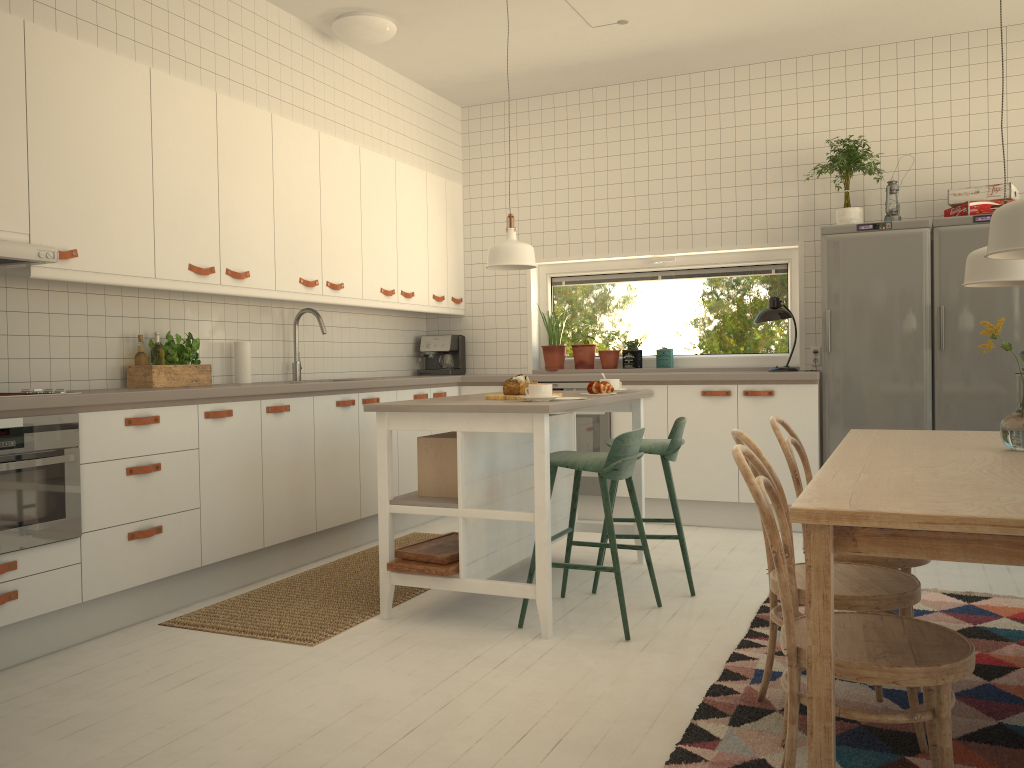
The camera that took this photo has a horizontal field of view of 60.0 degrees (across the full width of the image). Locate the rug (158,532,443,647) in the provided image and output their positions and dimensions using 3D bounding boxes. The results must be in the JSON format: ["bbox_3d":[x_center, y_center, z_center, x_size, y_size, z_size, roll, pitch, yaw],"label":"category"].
[{"bbox_3d":[-0.657,0.924,4.285,0.750,0.004,2.000,0,2,24],"label":"rug"}]

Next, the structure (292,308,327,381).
[{"bbox_3d":[-1.170,-0.228,5.107,0.236,0.421,0.063,0,1,31],"label":"structure"}]

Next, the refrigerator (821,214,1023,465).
[{"bbox_3d":[2.393,-0.020,5.051,1.146,1.777,0.559,0,1,24],"label":"refrigerator"}]

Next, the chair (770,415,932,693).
[{"bbox_3d":[1.091,0.509,2.868,0.483,0.810,0.385,0,1,27],"label":"chair"}]

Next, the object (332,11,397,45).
[{"bbox_3d":[-0.809,-1.937,4.871,0.351,0.101,0.351,-2,2,-24],"label":"object"}]

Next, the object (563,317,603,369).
[{"bbox_3d":[0.513,-0.286,6.272,0.258,0.370,0.234,0,1,36],"label":"object"}]

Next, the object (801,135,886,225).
[{"bbox_3d":[1.947,-1.176,5.118,0.474,0.545,0.468,0,2,38],"label":"object"}]

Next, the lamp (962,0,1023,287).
[{"bbox_3d":[1.416,-1.086,2.552,0.229,1.595,0.229,-1,1,-20],"label":"lamp"}]

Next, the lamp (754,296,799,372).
[{"bbox_3d":[1.629,-0.310,5.495,0.262,0.465,0.239,-2,1,-37],"label":"lamp"}]

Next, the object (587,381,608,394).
[{"bbox_3d":[0.380,0.017,4.057,0.070,0.060,0.131,-2,2,-28],"label":"object"}]

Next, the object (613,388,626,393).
[{"bbox_3d":[0.466,0.034,4.225,0.160,0.020,0.160,0,2,20],"label":"object"}]

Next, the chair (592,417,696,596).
[{"bbox_3d":[0.598,0.532,4.061,0.446,0.752,0.485,-1,1,9],"label":"chair"}]

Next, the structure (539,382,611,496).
[{"bbox_3d":[0.414,0.338,5.954,0.705,0.710,0.704,0,1,24],"label":"structure"}]

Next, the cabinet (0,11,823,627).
[{"bbox_3d":[-0.334,-0.318,3.906,2.853,2.159,4.845,0,2,24],"label":"cabinet"}]

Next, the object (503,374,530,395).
[{"bbox_3d":[0.018,0.003,3.727,0.086,0.087,0.090,0,1,32],"label":"object"}]

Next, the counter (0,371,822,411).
[{"bbox_3d":[-0.326,0.079,3.912,2.856,0.163,4.845,0,2,24],"label":"counter"}]

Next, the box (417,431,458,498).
[{"bbox_3d":[-0.205,0.332,3.734,0.237,0.242,0.357,0,1,25],"label":"box"}]

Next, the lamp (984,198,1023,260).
[{"bbox_3d":[1.064,-1.060,1.768,0.229,1.595,0.229,-2,1,-31],"label":"lamp"}]

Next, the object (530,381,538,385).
[{"bbox_3d":[0.071,0.014,3.792,0.083,0.057,0.072,0,2,30],"label":"object"}]

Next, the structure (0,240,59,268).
[{"bbox_3d":[-2.013,-0.468,3.033,0.482,0.073,0.681,0,2,24],"label":"structure"}]

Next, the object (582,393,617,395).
[{"bbox_3d":[0.395,0.046,4.061,0.167,0.005,0.167,0,2,20],"label":"object"}]

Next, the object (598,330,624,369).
[{"bbox_3d":[0.689,-0.237,6.169,0.194,0.277,0.177,-1,1,-9],"label":"object"}]

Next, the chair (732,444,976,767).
[{"bbox_3d":[0.731,0.540,1.920,0.483,0.810,0.385,-1,1,22],"label":"chair"}]

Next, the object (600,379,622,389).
[{"bbox_3d":[0.466,0.007,4.227,0.094,0.060,0.098,0,1,21],"label":"object"}]

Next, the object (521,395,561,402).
[{"bbox_3d":[0.113,0.058,3.503,0.160,0.020,0.160,-1,1,-10],"label":"object"}]

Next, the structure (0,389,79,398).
[{"bbox_3d":[-1.966,0.057,3.013,0.504,0.057,0.764,0,2,24],"label":"structure"}]

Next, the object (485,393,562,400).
[{"bbox_3d":[0.050,0.053,3.788,0.237,0.019,0.306,0,2,41],"label":"object"}]

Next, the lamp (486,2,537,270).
[{"bbox_3d":[-0.015,-1.264,3.944,0.229,1.490,0.229,-1,1,25],"label":"lamp"}]

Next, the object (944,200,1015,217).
[{"bbox_3d":[2.619,-0.952,4.918,0.309,0.082,0.312,-1,1,4],"label":"object"}]

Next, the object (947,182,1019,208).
[{"bbox_3d":[2.617,-1.034,4.920,0.312,0.082,0.308,0,2,37],"label":"object"}]

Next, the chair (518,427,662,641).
[{"bbox_3d":[0.313,0.551,3.512,0.446,0.752,0.485,0,1,24],"label":"chair"}]

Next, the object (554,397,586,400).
[{"bbox_3d":[0.223,0.060,3.633,0.167,0.005,0.167,0,2,20],"label":"object"}]

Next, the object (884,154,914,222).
[{"bbox_3d":[2.178,-1.096,5.023,0.154,0.383,0.163,-2,2,-43],"label":"object"}]

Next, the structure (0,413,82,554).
[{"bbox_3d":[-2.004,0.341,3.046,0.704,0.447,0.682,0,1,24],"label":"structure"}]

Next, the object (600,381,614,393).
[{"bbox_3d":[0.433,0.016,4.069,0.060,0.059,0.074,-1,1,-6],"label":"object"}]

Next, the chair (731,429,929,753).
[{"bbox_3d":[0.852,0.525,2.417,0.483,0.810,0.385,-1,1,7],"label":"chair"}]

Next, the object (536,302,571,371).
[{"bbox_3d":[0.316,-0.346,6.342,0.300,0.499,0.333,-1,1,7],"label":"object"}]

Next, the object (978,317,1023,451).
[{"bbox_3d":[1.389,-0.014,2.399,0.145,0.388,0.206,-1,1,-14],"label":"object"}]

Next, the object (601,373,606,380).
[{"bbox_3d":[0.454,-0.010,4.246,0.028,0.086,0.102,-2,1,-25],"label":"object"}]

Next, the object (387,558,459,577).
[{"bbox_3d":[-0.277,0.713,3.628,0.280,0.030,0.430,0,2,24],"label":"object"}]

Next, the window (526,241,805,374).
[{"bbox_3d":[1.032,-0.488,6.095,1.898,0.816,0.293,0,1,24],"label":"window"}]

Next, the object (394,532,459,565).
[{"bbox_3d":[-0.262,0.680,3.703,0.280,0.030,0.430,0,2,33],"label":"object"}]

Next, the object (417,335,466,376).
[{"bbox_3d":[-0.542,-0.209,6.457,0.316,0.292,0.279,0,1,25],"label":"object"}]

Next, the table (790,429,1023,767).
[{"bbox_3d":[1.269,0.562,2.202,0.894,0.749,1.798,0,2,24],"label":"table"}]

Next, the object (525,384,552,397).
[{"bbox_3d":[0.110,0.030,3.502,0.098,0.064,0.094,-1,1,-18],"label":"object"}]

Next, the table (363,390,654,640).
[{"bbox_3d":[0.071,0.488,4.010,0.794,0.864,1.424,0,1,24],"label":"table"}]

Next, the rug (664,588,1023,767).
[{"bbox_3d":[1.423,0.925,2.388,1.748,0.035,3.025,0,2,24],"label":"rug"}]
